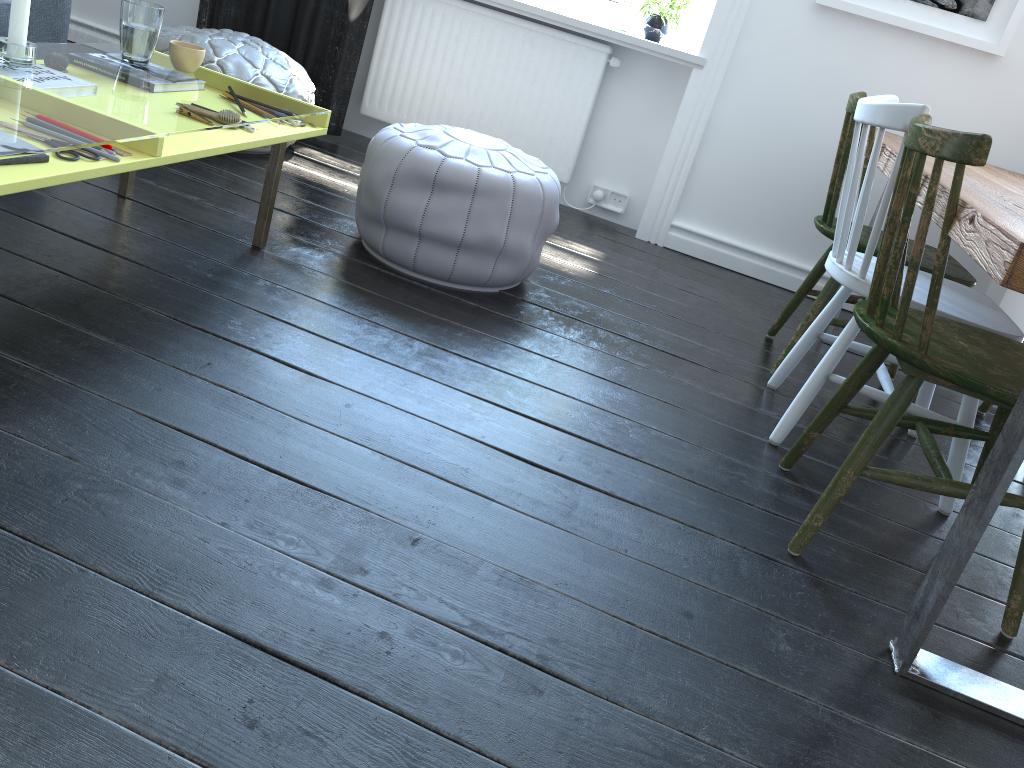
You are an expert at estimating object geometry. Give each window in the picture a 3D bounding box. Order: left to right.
[{"bbox_3d":[0.401,-2.606,3.739,1.579,1.919,0.110,21,19,10],"label":"window"}]

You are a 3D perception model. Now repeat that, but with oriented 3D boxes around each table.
[{"bbox_3d":[-0.987,-0.401,1.762,0.604,0.385,1.445,20,24,8],"label":"table"},{"bbox_3d":[1.313,-0.078,2.187,1.024,0.691,2.298,20,24,8],"label":"table"}]

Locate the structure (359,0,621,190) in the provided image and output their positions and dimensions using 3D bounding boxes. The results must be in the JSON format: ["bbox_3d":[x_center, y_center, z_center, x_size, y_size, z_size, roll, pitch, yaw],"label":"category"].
[{"bbox_3d":[-0.118,-1.277,3.779,1.071,0.607,0.075,21,19,10],"label":"structure"}]

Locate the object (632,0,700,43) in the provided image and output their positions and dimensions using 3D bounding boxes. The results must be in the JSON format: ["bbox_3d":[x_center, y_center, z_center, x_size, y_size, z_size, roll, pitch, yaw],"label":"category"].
[{"bbox_3d":[0.631,-1.555,3.622,0.287,0.284,0.293,22,22,13],"label":"object"}]

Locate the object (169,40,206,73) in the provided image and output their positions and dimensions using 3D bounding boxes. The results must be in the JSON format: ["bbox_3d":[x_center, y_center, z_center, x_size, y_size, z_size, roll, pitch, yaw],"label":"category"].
[{"bbox_3d":[-0.830,-0.828,2.240,0.089,0.064,0.087,33,27,34],"label":"object"}]

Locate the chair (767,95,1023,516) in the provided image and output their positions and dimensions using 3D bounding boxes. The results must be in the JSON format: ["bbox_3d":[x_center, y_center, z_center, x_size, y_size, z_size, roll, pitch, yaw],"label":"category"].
[{"bbox_3d":[0.942,-0.235,2.136,0.513,0.813,0.480,21,20,9],"label":"chair"}]

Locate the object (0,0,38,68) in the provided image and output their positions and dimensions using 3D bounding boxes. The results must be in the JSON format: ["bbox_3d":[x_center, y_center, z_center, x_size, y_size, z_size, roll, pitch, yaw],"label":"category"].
[{"bbox_3d":[-1.010,-0.742,1.805,0.074,0.167,0.077,-2,27,-42],"label":"object"}]

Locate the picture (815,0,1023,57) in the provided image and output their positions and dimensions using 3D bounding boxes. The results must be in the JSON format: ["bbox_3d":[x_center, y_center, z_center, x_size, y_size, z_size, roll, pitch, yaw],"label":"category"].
[{"bbox_3d":[1.582,-1.701,3.126,0.692,0.857,0.085,21,19,10],"label":"picture"}]

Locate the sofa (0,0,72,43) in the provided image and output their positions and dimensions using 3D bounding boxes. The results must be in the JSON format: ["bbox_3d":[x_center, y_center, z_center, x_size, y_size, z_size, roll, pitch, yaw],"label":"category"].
[{"bbox_3d":[-2.240,-1.031,1.924,1.090,0.698,2.448,20,24,8],"label":"sofa"}]

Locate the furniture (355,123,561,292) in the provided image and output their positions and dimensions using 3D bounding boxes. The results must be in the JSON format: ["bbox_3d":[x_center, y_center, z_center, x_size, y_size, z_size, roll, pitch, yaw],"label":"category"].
[{"bbox_3d":[-0.161,-0.552,2.682,0.616,0.405,0.631,18,22,3],"label":"furniture"}]

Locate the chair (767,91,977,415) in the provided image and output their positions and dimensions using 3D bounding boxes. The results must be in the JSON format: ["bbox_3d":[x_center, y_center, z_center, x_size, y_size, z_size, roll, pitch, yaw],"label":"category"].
[{"bbox_3d":[1.083,-0.394,2.595,0.488,0.799,0.482,20,20,7],"label":"chair"}]

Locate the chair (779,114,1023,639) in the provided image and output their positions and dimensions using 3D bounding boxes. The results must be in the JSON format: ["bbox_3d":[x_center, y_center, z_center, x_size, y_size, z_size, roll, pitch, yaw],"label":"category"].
[{"bbox_3d":[0.848,-0.045,1.682,0.488,0.798,0.482,20,20,7],"label":"chair"}]

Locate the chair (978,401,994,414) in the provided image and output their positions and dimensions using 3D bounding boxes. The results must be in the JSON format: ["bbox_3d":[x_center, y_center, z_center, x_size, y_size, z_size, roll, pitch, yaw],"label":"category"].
[{"bbox_3d":[1.772,-0.127,2.465,0.488,0.798,0.482,20,20,7],"label":"chair"}]

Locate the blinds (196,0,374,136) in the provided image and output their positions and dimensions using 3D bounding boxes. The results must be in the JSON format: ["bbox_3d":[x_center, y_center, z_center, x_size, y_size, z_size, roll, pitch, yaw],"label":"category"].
[{"bbox_3d":[-0.704,-2.503,3.408,0.809,2.871,0.115,20,19,9],"label":"blinds"}]

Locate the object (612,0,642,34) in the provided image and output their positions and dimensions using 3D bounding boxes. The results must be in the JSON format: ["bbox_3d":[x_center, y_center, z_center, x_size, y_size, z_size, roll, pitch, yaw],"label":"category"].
[{"bbox_3d":[0.556,-1.766,3.712,0.326,0.546,0.410,7,23,-25],"label":"object"}]

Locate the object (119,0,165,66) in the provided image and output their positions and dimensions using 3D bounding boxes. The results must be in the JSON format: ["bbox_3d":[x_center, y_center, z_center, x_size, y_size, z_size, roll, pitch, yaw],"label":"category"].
[{"bbox_3d":[-0.914,-0.861,2.158,0.097,0.141,0.101,6,23,-28],"label":"object"}]

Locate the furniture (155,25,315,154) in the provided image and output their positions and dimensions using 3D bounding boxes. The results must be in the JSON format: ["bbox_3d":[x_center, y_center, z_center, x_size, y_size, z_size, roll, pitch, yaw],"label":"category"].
[{"bbox_3d":[-1.088,-1.123,3.299,0.684,0.369,0.700,21,23,9],"label":"furniture"}]
